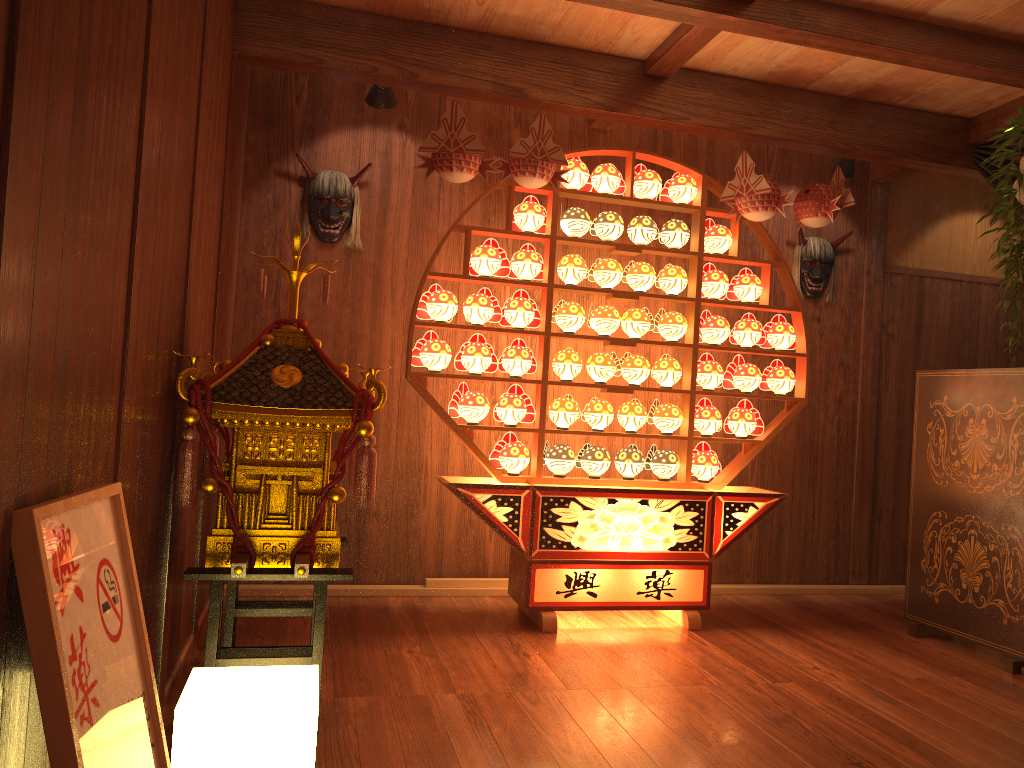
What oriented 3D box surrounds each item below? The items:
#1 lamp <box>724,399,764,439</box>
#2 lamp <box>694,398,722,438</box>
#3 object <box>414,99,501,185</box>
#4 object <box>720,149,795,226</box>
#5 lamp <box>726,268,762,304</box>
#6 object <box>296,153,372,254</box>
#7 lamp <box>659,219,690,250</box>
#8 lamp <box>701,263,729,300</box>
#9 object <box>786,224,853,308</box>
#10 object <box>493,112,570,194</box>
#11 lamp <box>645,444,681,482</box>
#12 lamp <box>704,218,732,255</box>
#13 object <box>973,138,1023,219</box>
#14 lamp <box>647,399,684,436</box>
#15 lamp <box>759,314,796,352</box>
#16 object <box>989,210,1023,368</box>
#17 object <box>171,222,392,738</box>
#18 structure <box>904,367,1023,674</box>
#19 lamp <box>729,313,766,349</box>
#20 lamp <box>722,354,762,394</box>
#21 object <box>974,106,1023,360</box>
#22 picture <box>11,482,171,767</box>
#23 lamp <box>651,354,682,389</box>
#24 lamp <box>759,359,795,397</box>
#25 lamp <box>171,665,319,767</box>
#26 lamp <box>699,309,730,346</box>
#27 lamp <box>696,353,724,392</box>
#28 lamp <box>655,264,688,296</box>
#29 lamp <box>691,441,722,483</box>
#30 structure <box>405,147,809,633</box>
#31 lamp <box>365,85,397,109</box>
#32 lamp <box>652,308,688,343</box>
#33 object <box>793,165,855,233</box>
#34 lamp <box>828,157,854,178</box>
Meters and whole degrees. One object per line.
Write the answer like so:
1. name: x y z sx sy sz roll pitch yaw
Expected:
1. lamp: 1.126 0.170 4.329 0.196 0.200 0.160 3 -2 20
2. lamp: 0.949 0.161 4.276 0.187 0.194 0.156 4 -1 -5
3. object: -0.228 -0.996 3.701 0.361 0.311 0.241 3 -1 11
4. object: 1.140 -0.903 4.094 0.249 0.314 0.352 5 -2 -37
5. lamp: 1.163 -0.488 4.344 0.189 0.195 0.157 3 -1 0
6. object: -0.875 -0.859 4.297 0.370 0.453 0.135 4 -2 -16
7. lamp: 0.783 -0.722 4.237 0.139 0.173 0.157 3 -1 1
8. lamp: 0.989 -0.502 4.293 0.204 0.200 0.154 4 -1 -15
9. object: 1.752 -0.659 5.048 0.370 0.453 0.135 4 -2 -16
10. object: 0.089 -0.985 3.798 0.354 0.306 0.211 4 -1 -15
11. lamp: 0.738 0.378 4.219 0.151 0.173 0.144 2 -2 41
12. lamp: 1.008 -0.721 4.302 0.206 0.200 0.152 4 -2 -29
13. object: 2.499 -0.865 3.723 0.097 0.751 1.475 4 -1 -12
14. lamp: 0.752 0.159 4.222 0.151 0.173 0.144 2 -2 41
15. lamp: 1.342 -0.257 4.393 0.200 0.200 0.157 3 -1 0
16. object: 2.763 -0.564 4.618 0.766 1.260 0.525 4 -2 -29
17. object: -0.739 0.234 2.847 0.618 1.514 0.794 4 -1 -14
18. structure: 2.106 0.560 3.919 0.276 1.250 0.783 4 -2 -17
19. lamp: 1.155 -0.265 4.343 0.178 0.191 0.160 3 -1 16
20. lamp: 1.162 -0.049 4.340 0.206 0.200 0.152 4 -2 -29
21. object: 2.268 -0.614 3.680 0.585 1.260 0.691 4 -2 -25
22. picture: -0.640 0.573 1.423 0.217 0.787 0.396 4 -1 -8
23. lamp: 0.742 -0.063 4.220 0.139 0.173 0.157 3 -1 1
24. lamp: 1.340 -0.033 4.390 0.184 0.192 0.156 4 -1 -5
25. lamp: -0.583 0.823 1.952 0.285 0.315 0.275 4 -1 -14
26. lamp: 0.997 -0.274 4.295 0.195 0.187 0.152 4 -2 -34
27. lamp: 0.960 -0.060 4.281 0.190 0.195 0.156 4 -1 -5
28. lamp: 0.774 -0.502 4.232 0.141 0.173 0.155 4 -1 -9
29. lamp: 0.933 0.378 4.274 0.195 0.197 0.157 3 -1 0
30. structure: 0.496 -0.005 4.151 1.997 2.195 0.481 4 -2 -16
31. lamp: -0.568 -1.303 3.929 0.139 0.176 0.170 4 -2 -28
32. lamp: 0.776 -0.281 4.234 0.144 0.173 0.151 5 -2 -44
33. object: 1.445 -0.896 4.182 0.233 0.318 0.359 4 -1 -18
34. lamp: 1.716 -1.153 4.583 0.135 0.177 0.176 3 -1 6
